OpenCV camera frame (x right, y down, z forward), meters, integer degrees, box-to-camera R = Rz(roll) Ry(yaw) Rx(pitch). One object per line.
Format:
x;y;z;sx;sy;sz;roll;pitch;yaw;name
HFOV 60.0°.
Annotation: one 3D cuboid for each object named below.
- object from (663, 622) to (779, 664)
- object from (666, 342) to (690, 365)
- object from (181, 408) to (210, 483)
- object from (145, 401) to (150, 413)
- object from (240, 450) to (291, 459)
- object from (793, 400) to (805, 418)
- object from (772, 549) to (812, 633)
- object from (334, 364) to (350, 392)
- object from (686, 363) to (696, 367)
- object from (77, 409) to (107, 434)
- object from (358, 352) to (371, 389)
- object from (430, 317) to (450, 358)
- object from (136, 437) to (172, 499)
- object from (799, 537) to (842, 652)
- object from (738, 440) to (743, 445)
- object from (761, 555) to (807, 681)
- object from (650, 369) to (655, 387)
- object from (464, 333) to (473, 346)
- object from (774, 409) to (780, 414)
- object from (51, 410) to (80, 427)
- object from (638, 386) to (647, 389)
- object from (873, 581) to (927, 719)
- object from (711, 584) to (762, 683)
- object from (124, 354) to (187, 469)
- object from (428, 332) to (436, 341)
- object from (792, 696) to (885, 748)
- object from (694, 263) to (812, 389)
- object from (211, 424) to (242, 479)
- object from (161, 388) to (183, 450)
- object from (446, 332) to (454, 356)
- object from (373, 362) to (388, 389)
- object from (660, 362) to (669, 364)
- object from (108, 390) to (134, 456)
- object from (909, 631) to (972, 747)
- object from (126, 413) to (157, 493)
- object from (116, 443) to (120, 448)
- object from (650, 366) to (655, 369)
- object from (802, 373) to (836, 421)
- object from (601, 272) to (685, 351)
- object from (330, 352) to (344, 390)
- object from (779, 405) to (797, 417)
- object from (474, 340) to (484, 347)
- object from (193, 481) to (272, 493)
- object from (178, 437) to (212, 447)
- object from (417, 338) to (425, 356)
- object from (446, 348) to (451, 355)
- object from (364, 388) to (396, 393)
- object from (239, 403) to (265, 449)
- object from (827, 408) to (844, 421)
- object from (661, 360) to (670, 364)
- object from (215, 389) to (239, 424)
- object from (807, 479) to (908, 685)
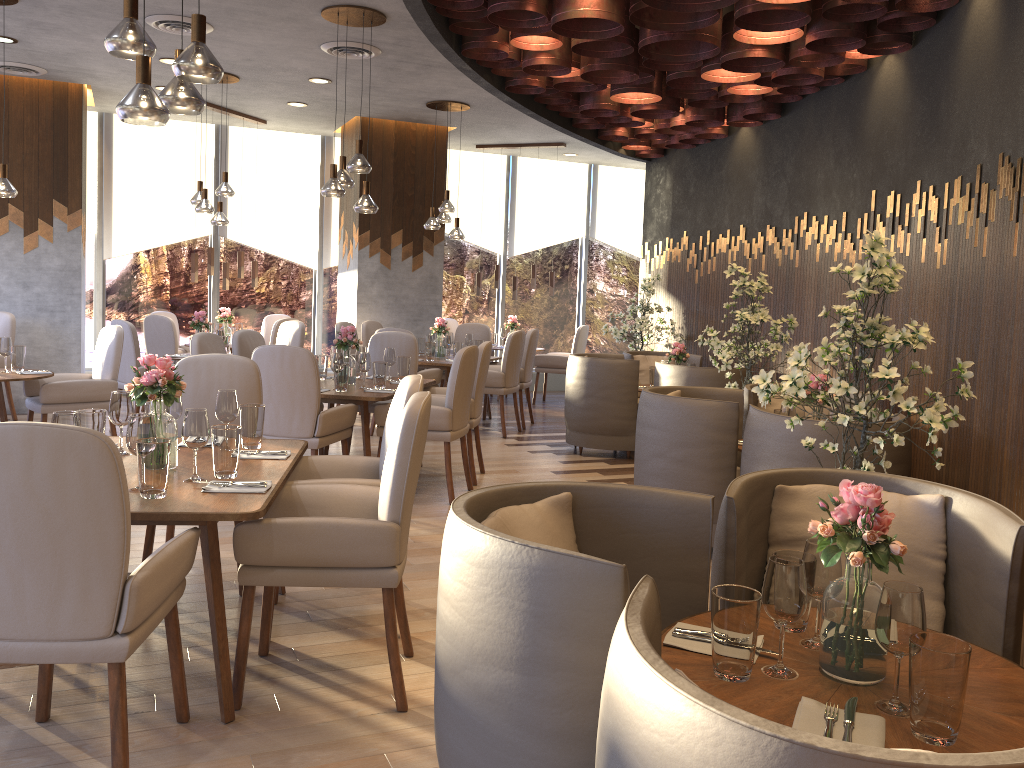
0.481;0.583;2.012;0.255;0.019;0.158;5;6;25;object
1.454;-0.159;7.753;0.210;0.415;0.198;6;6;44;object
-1.070;0.207;2.997;0.092;0.244;0.092;5;5;36;object
-1.446;0.163;3.619;0.102;0.178;0.102;2;4;-4;object
-1.005;0.272;3.494;0.255;0.019;0.158;2;6;-6;object
1.583;0.216;4.941;0.092;0.244;0.092;0;5;-29;object
0.674;0.499;2.129;0.102;0.178;0.102;0;5;-21;object
-1.107;-0.039;5.745;0.102;0.178;0.102;4;5;18;object
1.534;-0.057;7.618;0.092;0.244;0.092;3;4;16;object
-1.578;0.187;3.325;0.102;0.178;0.102;2;4;-2;object
-0.994;-0.090;5.964;0.092;0.244;0.092;0;5;-32;object
-0.731;-0.472;9.023;0.210;0.415;0.198;6;6;44;object
-1.114;0.263;2.755;0.102;0.178;0.102;0;5;-29;object
0.702;0.478;2.021;0.092;0.244;0.092;4;5;25;object
1.364;0.326;4.888;0.255;0.019;0.158;4;6;15;object
0.570;0.489;1.862;0.092;0.244;0.092;-1;5;-40;object
1.227;-0.034;7.599;0.102;0.178;0.102;4;5;24;object
-0.455;-0.405;9.281;0.092;0.244;0.092;0;5;-28;object
1.538;0.237;5.043;0.102;0.178;0.102;1;5;-21;object
-1.427;0.210;2.832;0.092;0.244;0.092;-1;5;-33;object
1.170;0.028;7.762;0.255;0.019;0.158;2;6;-2;object
0.748;0.511;1.714;0.092;0.244;0.092;2;4;-2;object
0.462;0.520;1.842;0.102;0.178;0.102;4;5;21;object
-1.280;0.097;3.196;0.210;0.415;0.198;1;4;-11;object
-0.843;-0.421;9.290;0.092;0.244;0.092;6;6;44;object
0.603;0.626;1.634;0.157;0.019;0.255;5;6;24;object
1.672;-0.032;6.188;0.788;1.613;0.748;2;4;3;object
-0.991;0.235;3.074;0.102;0.178;0.102;3;4;10;object
-1.366;0.141;3.542;0.092;0.244;0.092;2;4;-7;object
-0.660;-0.421;9.360;0.092;0.244;0.092;2;4;-3;object
-0.897;-0.059;6.014;0.102;0.178;0.102;4;5;27;object
1.314;-0.070;7.665;0.092;0.244;0.092;6;5;40;object
-1.498;0.150;3.399;0.092;0.244;0.092;3;4;12;object
0.772;0.555;1.610;0.102;0.178;0.102;-2;6;-40;object
-1.185;0.219;2.834;0.092;0.244;0.092;2;4;-3;object
-1.651;0.249;3.481;0.255;0.019;0.158;1;6;-8;object
1.282;-0.068;7.959;0.102;0.178;0.102;2;4;2;object
1.644;0.148;4.784;0.198;0.415;0.210;1;4;-11;object
1.292;-0.329;8.983;0.746;1.613;0.790;1;4;-17;object
-1.152;-0.084;5.841;0.092;0.244;0.092;2;4;-8;object
1.476;0.231;4.754;0.092;0.244;0.092;5;5;35;object
-0.352;-0.372;9.315;0.102;0.178;0.102;-2;6;-44;object
-0.928;0.333;2.927;0.255;0.019;0.158;2;6;-6;object
-1.301;0.240;3.701;0.157;0.019;0.256;1;6;-10;object
-0.948;-0.389;9.258;0.102;0.178;0.102;4;5;25;object
-0.699;-0.400;9.464;0.102;0.178;0.102;3;4;13;object
-0.881;0.038;5.854;0.255;0.019;0.158;3;6;11;object
-1.068;0.175;3.641;0.102;0.178;0.102;6;6;40;object
1.691;0.251;4.639;0.092;0.244;0.092;6;5;39;object
1.355;-0.089;7.874;0.092;0.244;0.092;6;6;43;object
-1.147;0.147;3.564;0.092;0.244;0.092;2;4;-4;object
0.722;0.408;1.868;0.198;0.415;0.210;2;4;-1;object
